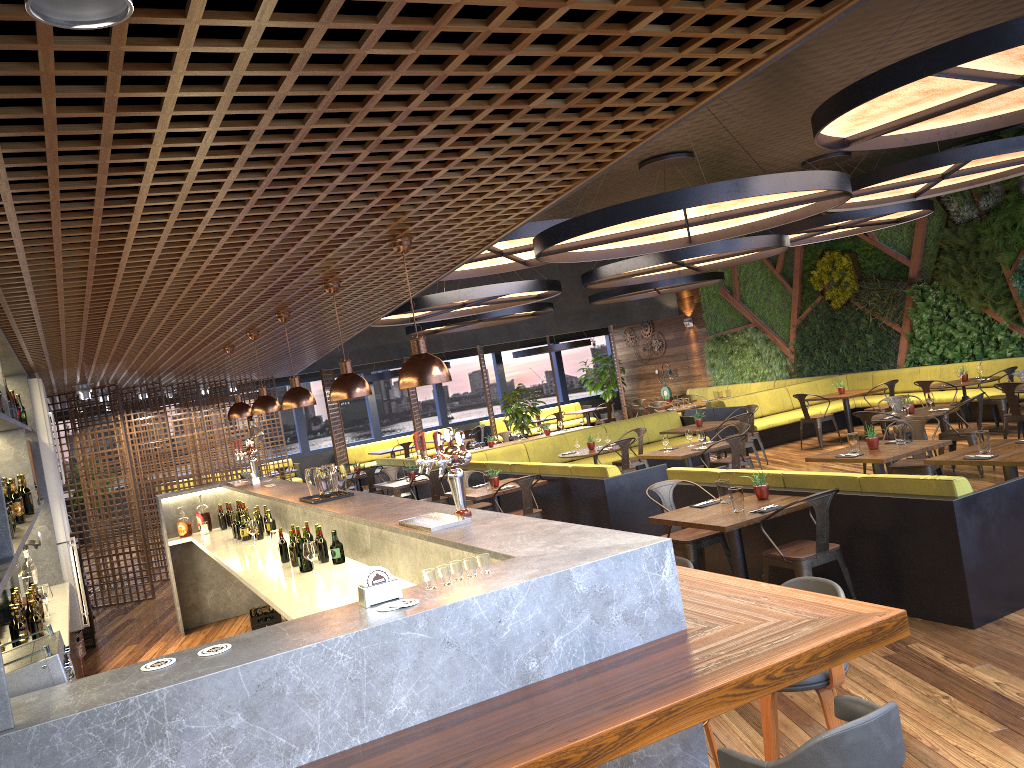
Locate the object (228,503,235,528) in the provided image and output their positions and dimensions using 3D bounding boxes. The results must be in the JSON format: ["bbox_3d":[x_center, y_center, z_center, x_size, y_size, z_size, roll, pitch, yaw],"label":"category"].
[{"bbox_3d":[-2.849,1.333,9.017,0.063,0.254,0.063,-10,1,-35],"label":"object"}]

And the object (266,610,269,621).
[{"bbox_3d":[-2.254,2.203,8.248,0.056,0.205,0.056,-10,1,-44],"label":"object"}]

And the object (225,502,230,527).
[{"bbox_3d":[-2.928,1.346,9.166,0.063,0.254,0.063,-9,1,15],"label":"object"}]

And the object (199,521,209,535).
[{"bbox_3d":[-3.078,1.441,8.864,0.088,0.123,0.088,-10,1,-21],"label":"object"}]

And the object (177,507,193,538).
[{"bbox_3d":[-3.314,1.389,8.950,0.133,0.301,0.133,-10,1,-21],"label":"object"}]

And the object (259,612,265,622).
[{"bbox_3d":[-2.315,2.214,8.226,0.057,0.205,0.056,-10,1,-45],"label":"object"}]

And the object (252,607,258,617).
[{"bbox_3d":[-2.453,2.234,8.459,0.056,0.205,0.056,-10,1,-44],"label":"object"}]

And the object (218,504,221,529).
[{"bbox_3d":[-2.985,1.356,9.104,0.063,0.254,0.063,-10,1,-35],"label":"object"}]

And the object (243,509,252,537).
[{"bbox_3d":[-2.419,1.272,8.097,0.063,0.254,0.063,-10,1,1],"label":"object"}]

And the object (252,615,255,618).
[{"bbox_3d":[-2.356,2.222,8.147,0.056,0.205,0.056,-10,1,-14],"label":"object"}]

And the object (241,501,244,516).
[{"bbox_3d":[-2.705,1.310,8.963,0.063,0.254,0.063,-10,1,1],"label":"object"}]

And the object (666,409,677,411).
[{"bbox_3d":[3.117,0.503,17.346,0.157,0.019,0.255,-10,1,-27],"label":"object"}]

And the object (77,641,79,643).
[{"bbox_3d":[-3.752,2.239,7.626,0.057,0.205,0.056,-9,1,39],"label":"object"}]

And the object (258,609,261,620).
[{"bbox_3d":[-2.358,2.220,8.353,0.057,0.205,0.056,-9,1,35],"label":"object"}]

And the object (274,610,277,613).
[{"bbox_3d":[-2.169,2.189,8.202,0.057,0.205,0.056,-10,1,-45],"label":"object"}]

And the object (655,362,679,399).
[{"bbox_3d":[3.974,0.256,22.258,0.459,1.615,0.848,-10,1,-27],"label":"object"}]

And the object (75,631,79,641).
[{"bbox_3d":[-3.763,2.240,7.688,0.057,0.205,0.056,-10,1,-16],"label":"object"}]

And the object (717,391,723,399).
[{"bbox_3d":[4.171,0.236,17.736,0.102,0.178,0.102,-10,1,9],"label":"object"}]

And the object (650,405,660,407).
[{"bbox_3d":[3.097,0.479,19.332,0.157,0.019,0.255,-10,1,-27],"label":"object"}]

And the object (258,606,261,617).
[{"bbox_3d":[-2.395,2.224,8.478,0.057,0.205,0.056,-9,1,20],"label":"object"}]

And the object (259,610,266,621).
[{"bbox_3d":[-2.332,2.216,8.288,0.056,0.205,0.057,-9,1,25],"label":"object"}]

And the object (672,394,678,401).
[{"bbox_3d":[3.581,0.314,19.442,0.102,0.178,0.102,-10,1,9],"label":"object"}]

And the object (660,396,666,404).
[{"bbox_3d":[3.345,0.352,19.608,0.102,0.178,0.102,-10,1,9],"label":"object"}]

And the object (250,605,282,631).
[{"bbox_3d":[-2.307,2.231,8.333,0.277,0.206,0.416,-10,1,-17],"label":"object"}]

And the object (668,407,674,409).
[{"bbox_3d":[3.269,0.471,17.787,0.157,0.019,0.255,-10,1,-27],"label":"object"}]

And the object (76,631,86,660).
[{"bbox_3d":[-3.818,2.272,7.509,0.277,0.206,0.416,-10,1,-13],"label":"object"}]

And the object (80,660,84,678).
[{"bbox_3d":[-3.793,2.496,7.507,0.277,0.206,0.416,-10,1,-23],"label":"object"}]

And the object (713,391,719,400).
[{"bbox_3d":[4.173,0.231,18.118,0.102,0.178,0.102,-10,1,-41],"label":"object"}]

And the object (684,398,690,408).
[{"bbox_3d":[3.424,0.369,17.354,0.102,0.178,0.102,-10,1,9],"label":"object"}]

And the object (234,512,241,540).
[{"bbox_3d":[-2.484,1.284,8.045,0.063,0.254,0.063,-9,1,26],"label":"object"}]

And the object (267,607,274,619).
[{"bbox_3d":[-2.282,2.206,8.379,0.056,0.205,0.056,-9,1,21],"label":"object"}]

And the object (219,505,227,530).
[{"bbox_3d":[-2.935,1.349,8.985,0.063,0.254,0.063,-10,1,-40],"label":"object"}]

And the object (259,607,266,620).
[{"bbox_3d":[-2.370,2.221,8.415,0.057,0.205,0.056,-10,1,-5],"label":"object"}]

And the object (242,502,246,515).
[{"bbox_3d":[-2.662,1.304,8.853,0.063,0.254,0.063,-9,1,35],"label":"object"}]

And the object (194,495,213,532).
[{"bbox_3d":[-3.136,1.316,9.003,0.133,0.385,0.133,-10,1,13],"label":"object"}]

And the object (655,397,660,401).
[{"bbox_3d":[3.200,0.379,19.448,0.102,0.178,0.102,-10,1,-41],"label":"object"}]

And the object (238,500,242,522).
[{"bbox_3d":[-2.770,1.319,9.081,0.063,0.254,0.063,-9,1,35],"label":"object"}]

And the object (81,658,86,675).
[{"bbox_3d":[-4.047,2.533,8.013,0.277,0.206,0.416,-10,1,-34],"label":"object"}]

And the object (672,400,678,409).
[{"bbox_3d":[3.220,0.402,17.462,0.102,0.178,0.102,-10,1,-41],"label":"object"}]

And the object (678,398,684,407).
[{"bbox_3d":[3.387,0.370,17.716,0.102,0.178,0.102,-10,1,-41],"label":"object"}]

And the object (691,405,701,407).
[{"bbox_3d":[3.553,0.430,17.236,0.255,0.019,0.157,-10,1,-27],"label":"object"}]

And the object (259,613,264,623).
[{"bbox_3d":[-2.299,2.212,8.163,0.057,0.205,0.056,-10,1,-15],"label":"object"}]

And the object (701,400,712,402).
[{"bbox_3d":[4.008,0.339,18.165,0.157,0.019,0.255,-10,1,-27],"label":"object"}]

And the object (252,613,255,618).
[{"bbox_3d":[-2.379,2.225,8.208,0.056,0.205,0.056,-9,1,26],"label":"object"}]

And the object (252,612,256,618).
[{"bbox_3d":[-2.396,2.227,8.269,0.056,0.205,0.056,-10,1,11],"label":"object"}]

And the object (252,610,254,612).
[{"bbox_3d":[-2.417,2.230,8.332,0.056,0.205,0.056,-9,1,36],"label":"object"}]

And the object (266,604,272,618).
[{"bbox_3d":[-2.327,2.212,8.500,0.056,0.205,0.056,-10,1,-14],"label":"object"}]

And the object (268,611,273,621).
[{"bbox_3d":[-2.228,2.199,8.186,0.056,0.205,0.056,-10,1,-19],"label":"object"}]

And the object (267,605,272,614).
[{"bbox_3d":[-2.306,2.209,8.436,0.056,0.205,0.056,-10,1,-34],"label":"object"}]

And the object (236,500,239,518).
[{"bbox_3d":[-2.835,1.329,9.212,0.063,0.254,0.063,-9,1,35],"label":"object"}]

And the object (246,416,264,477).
[{"bbox_3d":[-3.059,0.838,10.579,0.263,0.944,0.566,-10,1,-34],"label":"object"}]

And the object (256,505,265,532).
[{"bbox_3d":[-2.356,1.259,8.271,0.063,0.254,0.063,-10,1,-30],"label":"object"}]

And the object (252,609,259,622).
[{"bbox_3d":[-2.430,2.231,8.398,0.056,0.205,0.056,-10,1,-29],"label":"object"}]

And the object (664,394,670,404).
[{"bbox_3d":[3.399,0.298,19.421,0.238,0.271,0.260,-10,1,-5],"label":"object"}]

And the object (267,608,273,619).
[{"bbox_3d":[-2.268,2.204,8.308,0.056,0.205,0.056,-10,1,11],"label":"object"}]

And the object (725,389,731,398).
[{"bbox_3d":[4.377,0.198,17.937,0.102,0.178,0.102,-10,1,-41],"label":"object"}]
